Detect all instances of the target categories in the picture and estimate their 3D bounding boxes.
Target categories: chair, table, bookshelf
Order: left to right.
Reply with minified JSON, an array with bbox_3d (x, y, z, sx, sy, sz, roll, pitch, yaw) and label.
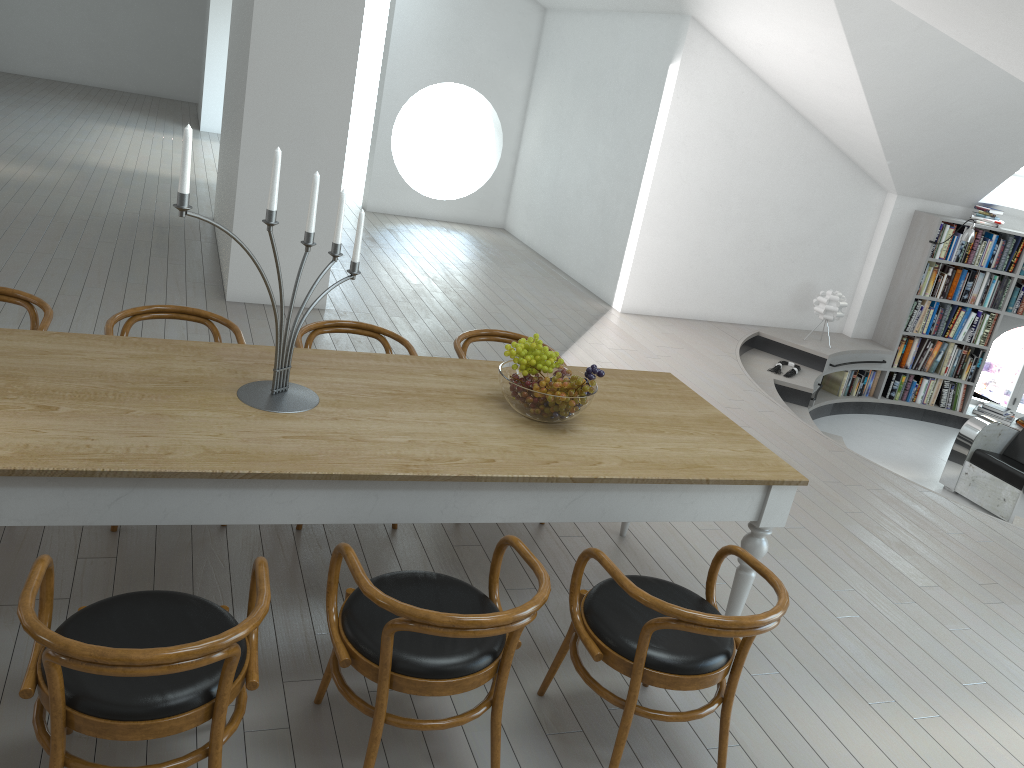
[{"bbox_3d":[-2.092,0.052,3.433,0.527,0.728,0.627,5,20,-19],"label":"chair"},{"bbox_3d":[-0.895,0.761,2.155,0.527,0.728,0.627,5,20,-19],"label":"chair"},{"bbox_3d":[-1.400,0.117,3.643,0.527,0.728,0.627,2,21,-27],"label":"chair"},{"bbox_3d":[-0.743,0.423,3.065,3.346,0.792,1.028,3,21,-22],"label":"table"},{"bbox_3d":[-0.722,0.161,3.901,0.527,0.728,0.627,4,20,-22],"label":"chair"},{"bbox_3d":[-0.241,0.776,2.480,0.527,0.728,0.627,2,21,-25],"label":"chair"},{"bbox_3d":[-0.062,0.183,4.209,0.527,0.728,0.627,5,20,-19],"label":"chair"},{"bbox_3d":[0.450,0.837,2.698,0.527,0.728,0.627,4,20,-22],"label":"chair"},{"bbox_3d":[4.170,0.704,7.224,0.741,0.713,0.831,2,21,-27],"label":"chair"},{"bbox_3d":[5.469,0.042,7.524,2.107,1.864,4.374,4,21,-22],"label":"bookshelf"}]

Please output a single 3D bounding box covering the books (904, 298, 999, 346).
[{"bbox_3d":[4.347,-0.653,8.926,1.019,0.356,0.263,9,19,-6],"label":"books"}]

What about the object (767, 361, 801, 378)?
[{"bbox_3d":[2.490,-0.136,8.050,0.219,0.081,0.475,22,22,27],"label":"object"}]

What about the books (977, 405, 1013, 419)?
[{"bbox_3d":[5.042,0.280,9.244,0.286,0.031,0.271,-8,28,-43],"label":"books"}]

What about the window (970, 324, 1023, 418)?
[{"bbox_3d":[6.010,0.277,8.424,0.617,1.141,3.258,-2,24,-35],"label":"window"}]

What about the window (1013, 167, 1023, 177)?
[{"bbox_3d":[5.807,-1.592,6.973,1.931,0.707,4.094,3,21,-22],"label":"window"}]

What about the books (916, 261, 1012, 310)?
[{"bbox_3d":[4.441,-1.012,8.851,1.087,0.345,0.306,9,19,-7],"label":"books"}]

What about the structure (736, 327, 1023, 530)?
[{"bbox_3d":[4.048,0.677,7.247,4.724,0.687,4.736,19,21,20],"label":"structure"}]

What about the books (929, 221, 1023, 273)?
[{"bbox_3d":[4.498,-1.367,8.716,1.032,0.358,0.303,9,19,-7],"label":"books"}]

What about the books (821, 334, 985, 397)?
[{"bbox_3d":[3.985,-0.181,9.057,1.639,0.689,0.394,7,19,-12],"label":"books"}]

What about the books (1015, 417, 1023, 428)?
[{"bbox_3d":[5.311,0.425,9.018,0.291,0.099,0.321,4,21,-20],"label":"books"}]

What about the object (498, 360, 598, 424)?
[{"bbox_3d":[0.115,0.049,3.167,0.360,0.158,0.363,-6,26,-40],"label":"object"}]

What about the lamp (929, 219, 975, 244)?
[{"bbox_3d":[4.170,-1.427,8.332,0.116,0.309,0.418,3,21,-25],"label":"lamp"}]

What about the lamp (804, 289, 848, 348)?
[{"bbox_3d":[3.011,-0.640,8.490,0.305,0.520,0.308,-1,22,-33],"label":"lamp"}]

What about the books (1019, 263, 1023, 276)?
[{"bbox_3d":[5.367,-1.163,8.630,0.795,0.370,0.270,19,20,19],"label":"books"}]

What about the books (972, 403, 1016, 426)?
[{"bbox_3d":[5.036,0.311,9.254,0.367,0.042,0.389,24,23,31],"label":"books"}]

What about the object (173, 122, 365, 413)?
[{"bbox_3d":[-0.736,-0.351,2.734,0.267,0.867,0.776,27,24,38],"label":"object"}]

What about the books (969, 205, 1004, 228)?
[{"bbox_3d":[5.717,-1.224,8.111,2.831,0.172,0.749,26,24,35],"label":"books"}]

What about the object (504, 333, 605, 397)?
[{"bbox_3d":[0.131,-0.018,3.175,0.395,0.282,0.293,23,22,29],"label":"object"}]

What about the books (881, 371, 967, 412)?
[{"bbox_3d":[4.263,0.032,9.197,0.918,0.317,0.285,10,19,-5],"label":"books"}]

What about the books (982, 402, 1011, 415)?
[{"bbox_3d":[5.048,0.251,9.234,0.227,0.036,0.215,-8,27,-43],"label":"books"}]

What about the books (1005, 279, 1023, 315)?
[{"bbox_3d":[5.853,-0.479,8.191,0.591,0.368,2.548,-5,26,-40],"label":"books"}]
